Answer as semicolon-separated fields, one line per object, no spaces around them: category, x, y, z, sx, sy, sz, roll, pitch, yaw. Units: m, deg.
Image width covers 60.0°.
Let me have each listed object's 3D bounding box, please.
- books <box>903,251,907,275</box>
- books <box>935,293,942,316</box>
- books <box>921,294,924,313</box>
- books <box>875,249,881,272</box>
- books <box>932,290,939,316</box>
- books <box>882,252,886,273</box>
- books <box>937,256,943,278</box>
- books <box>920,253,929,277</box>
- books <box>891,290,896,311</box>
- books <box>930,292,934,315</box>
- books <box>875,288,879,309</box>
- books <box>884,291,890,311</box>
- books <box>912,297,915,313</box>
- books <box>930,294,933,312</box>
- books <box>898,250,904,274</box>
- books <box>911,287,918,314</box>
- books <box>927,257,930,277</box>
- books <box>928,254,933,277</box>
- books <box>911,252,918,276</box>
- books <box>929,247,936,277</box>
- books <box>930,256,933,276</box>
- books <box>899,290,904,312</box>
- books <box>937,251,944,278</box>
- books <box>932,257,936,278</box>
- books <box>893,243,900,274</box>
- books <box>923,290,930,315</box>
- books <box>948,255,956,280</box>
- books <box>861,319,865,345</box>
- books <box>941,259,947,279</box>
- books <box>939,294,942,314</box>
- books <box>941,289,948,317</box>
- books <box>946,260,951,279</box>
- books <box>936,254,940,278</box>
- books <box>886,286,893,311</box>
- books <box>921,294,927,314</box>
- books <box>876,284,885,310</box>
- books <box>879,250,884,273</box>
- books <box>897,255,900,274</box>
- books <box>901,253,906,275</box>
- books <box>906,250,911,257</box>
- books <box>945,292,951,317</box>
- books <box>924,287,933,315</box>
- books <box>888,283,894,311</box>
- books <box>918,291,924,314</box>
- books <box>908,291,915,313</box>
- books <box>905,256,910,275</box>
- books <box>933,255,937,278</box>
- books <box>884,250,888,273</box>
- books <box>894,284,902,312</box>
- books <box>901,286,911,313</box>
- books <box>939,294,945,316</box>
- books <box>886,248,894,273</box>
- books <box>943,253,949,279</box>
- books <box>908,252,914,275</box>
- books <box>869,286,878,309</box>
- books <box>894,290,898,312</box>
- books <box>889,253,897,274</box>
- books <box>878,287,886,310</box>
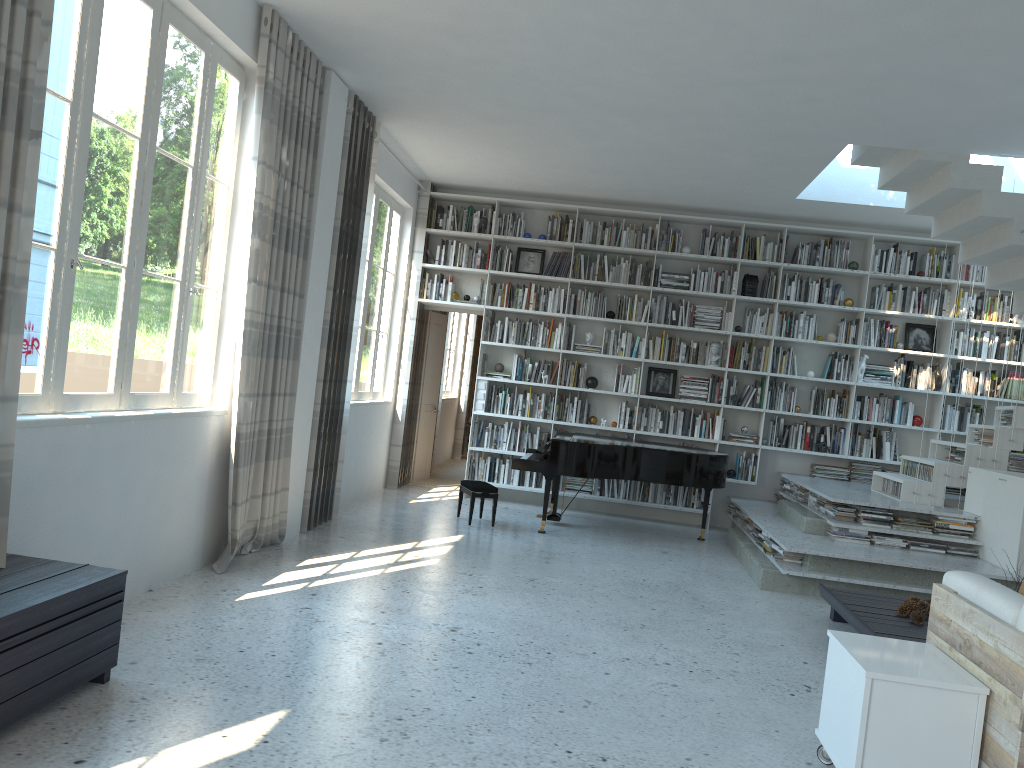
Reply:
books;3.926;-1.194;8.918;0.021;0.254;0.151;7;1;6
books;4.241;-0.781;8.878;0.030;0.241;0.162;7;1;6
books;4.084;-0.787;8.902;0.013;0.216;0.177;7;1;6
books;3.669;-1.222;8.938;0.025;0.250;0.178;7;1;6
books;4.209;-0.801;8.874;0.036;0.272;0.177;7;1;6
books;3.719;-1.207;8.936;0.024;0.231;0.168;7;1;6
books;4.251;-1.147;8.869;0.018;0.235;0.186;7;1;6
books;4.126;-1.172;8.882;0.019;0.256;0.169;7;1;6
books;3.817;-0.822;8.931;0.030;0.224;0.158;7;1;6
books;4.185;-0.792;8.886;0.011;0.249;0.152;7;1;6
books;3.658;-0.847;8.950;0.013;0.237;0.141;7;1;6
books;3.750;-0.821;8.925;0.025;0.207;0.175;7;1;6
books;4.015;-0.785;8.935;0.026;0.196;0.130;7;1;6
books;4.174;-0.793;8.901;0.014;0.249;0.162;7;1;6
books;3.886;-1.203;8.912;0.014;0.262;0.168;7;1;6
books;4.044;-0.825;8.912;0.048;0.283;0.162;7;1;6
books;4.138;-1.153;8.883;0.008;0.220;0.182;7;1;6
books;4.160;-1.166;8.886;0.016;0.252;0.189;7;1;6
books;4.016;-1.186;8.905;0.030;0.257;0.165;7;1;6
books;4.192;-1.197;8.882;0.007;0.321;0.165;7;1;6
books;4.178;-1.168;8.898;0.017;0.259;0.136;7;1;6
books;3.894;-0.820;8.925;0.025;0.238;0.142;7;1;6
books;4.276;-1.176;8.886;0.020;0.299;0.131;7;1;6
books;4.192;-1.149;8.874;0.007;0.226;0.170;7;1;6
books;3.847;-1.243;8.913;0.014;0.332;0.180;7;1;6
books;4.134;-0.805;8.895;0.023;0.264;0.156;7;1;6
books;4.378;-1.147;8.862;0.026;0.263;0.163;7;1;6
books;3.519;-0.518;8.980;0.031;0.284;0.137;7;1;6
books;4.292;-1.130;8.870;0.029;0.210;0.169;7;1;6
books;4.265;-0.781;8.893;0.014;0.246;0.142;7;1;6
books;4.306;-0.795;8.877;0.026;0.284;0.147;7;1;6
books;4.349;-1.124;8.887;0.031;0.211;0.131;7;1;6
books;4.238;-1.160;8.892;0.017;0.257;0.146;7;1;6
books;3.780;-0.845;8.927;0.026;0.261;0.167;7;1;6
books;4.104;-0.785;8.889;0.031;0.217;0.165;7;1;6
books;3.693;-0.866;8.946;0.051;0.282;0.166;7;1;6
books;3.694;-1.215;8.931;0.026;0.242;0.184;7;1;6
books;3.865;-1.184;8.935;0.030;0.220;0.133;7;1;6
books;3.903;-1.188;8.912;0.022;0.236;0.172;7;1;6
books;3.969;-1.202;8.926;0.012;0.279;0.153;7;1;6
books;4.333;-0.783;8.872;0.031;0.265;0.169;7;1;6
books;4.157;-0.818;8.878;0.022;0.294;0.180;7;1;6
books;3.801;-0.860;8.933;0.011;0.296;0.162;7;1;6
books;4.070;-0.801;8.886;0.014;0.240;0.189;7;1;6
books;3.984;-0.806;8.892;0.030;0.230;0.187;7;1;6
books;3.944;-1.166;8.902;0.024;0.202;0.190;7;1;6
books;4.212;-1.158;8.879;0.031;0.249;0.164;7;1;6
books;3.747;-1.213;8.950;0.027;0.249;0.140;7;1;6
books;3.871;-0.848;8.918;0.026;0.288;0.156;7;1;6
books;3.918;-0.831;8.870;0.032;0.265;0.245;7;1;6
books;4.281;-0.773;8.884;0.022;0.234;0.158;7;1;6
books;3.784;-1.223;8.929;0.048;0.278;0.150;7;1;6
books;4.325;-1.161;8.884;0.025;0.279;0.136;7;1;6
books;3.997;-1.186;8.920;0.012;0.254;0.161;7;1;6
books;3.647;-0.857;8.953;0.012;0.254;0.161;7;1;6
books;3.846;-0.825;8.942;0.024;0.236;0.146;7;1;6
books;3.820;-1.195;8.927;0.030;0.231;0.148;7;1;6
books;3.730;-0.846;8.951;0.026;0.251;0.130;7;1;6
